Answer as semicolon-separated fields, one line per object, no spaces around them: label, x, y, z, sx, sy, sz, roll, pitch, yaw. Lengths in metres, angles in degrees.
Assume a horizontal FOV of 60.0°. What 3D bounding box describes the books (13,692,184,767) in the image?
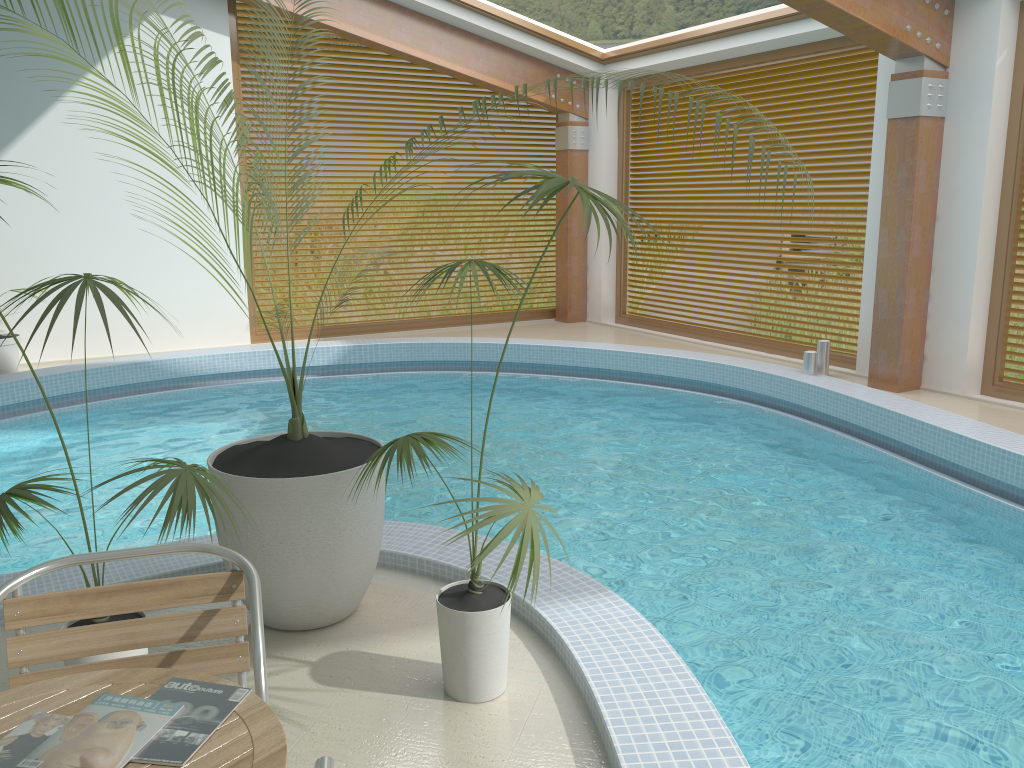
books;-0.676;0.581;1.457;0.166;0.004;0.241;2;12;12

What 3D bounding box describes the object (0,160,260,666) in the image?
object;-1.309;0.238;2.535;1.059;1.695;0.791;1;12;6

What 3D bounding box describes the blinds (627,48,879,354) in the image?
blinds;2.532;-1.922;9.665;0.095;2.921;4.200;-7;13;-29

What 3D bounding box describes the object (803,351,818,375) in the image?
object;2.590;-0.189;7.702;0.115;0.204;0.115;2;12;11

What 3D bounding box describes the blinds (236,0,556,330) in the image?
blinds;-1.285;-2.731;10.950;4.500;4.025;0.099;-7;13;-29

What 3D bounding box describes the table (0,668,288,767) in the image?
table;-0.698;0.963;1.419;0.700;0.720;0.700;-3;12;-10

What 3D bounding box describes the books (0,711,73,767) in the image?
books;-0.768;0.596;1.407;0.166;0.004;0.241;2;12;12

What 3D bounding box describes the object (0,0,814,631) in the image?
object;-0.708;-0.530;3.075;2.979;2.960;2.729;-3;12;-12

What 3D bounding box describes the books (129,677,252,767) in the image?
books;-0.574;0.573;1.513;0.166;0.004;0.241;2;12;12

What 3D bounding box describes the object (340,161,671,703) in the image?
object;-0.041;0.175;2.793;0.791;1.695;1.059;-11;16;-41

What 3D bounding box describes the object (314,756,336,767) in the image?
object;-0.435;1.069;2.119;0.081;0.223;0.272;-2;12;-9

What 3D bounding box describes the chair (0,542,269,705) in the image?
chair;-0.881;0.822;2.056;0.618;0.727;0.563;-4;12;-17

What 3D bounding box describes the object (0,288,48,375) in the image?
object;-4.816;-0.707;8.144;1.067;1.310;0.822;-4;12;-17

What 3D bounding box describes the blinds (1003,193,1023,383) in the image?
blinds;5.003;-1.047;5.369;0.095;2.921;4.200;-7;13;-29

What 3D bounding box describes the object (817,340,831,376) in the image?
object;2.809;-0.233;8.012;0.115;0.320;0.115;4;12;19
